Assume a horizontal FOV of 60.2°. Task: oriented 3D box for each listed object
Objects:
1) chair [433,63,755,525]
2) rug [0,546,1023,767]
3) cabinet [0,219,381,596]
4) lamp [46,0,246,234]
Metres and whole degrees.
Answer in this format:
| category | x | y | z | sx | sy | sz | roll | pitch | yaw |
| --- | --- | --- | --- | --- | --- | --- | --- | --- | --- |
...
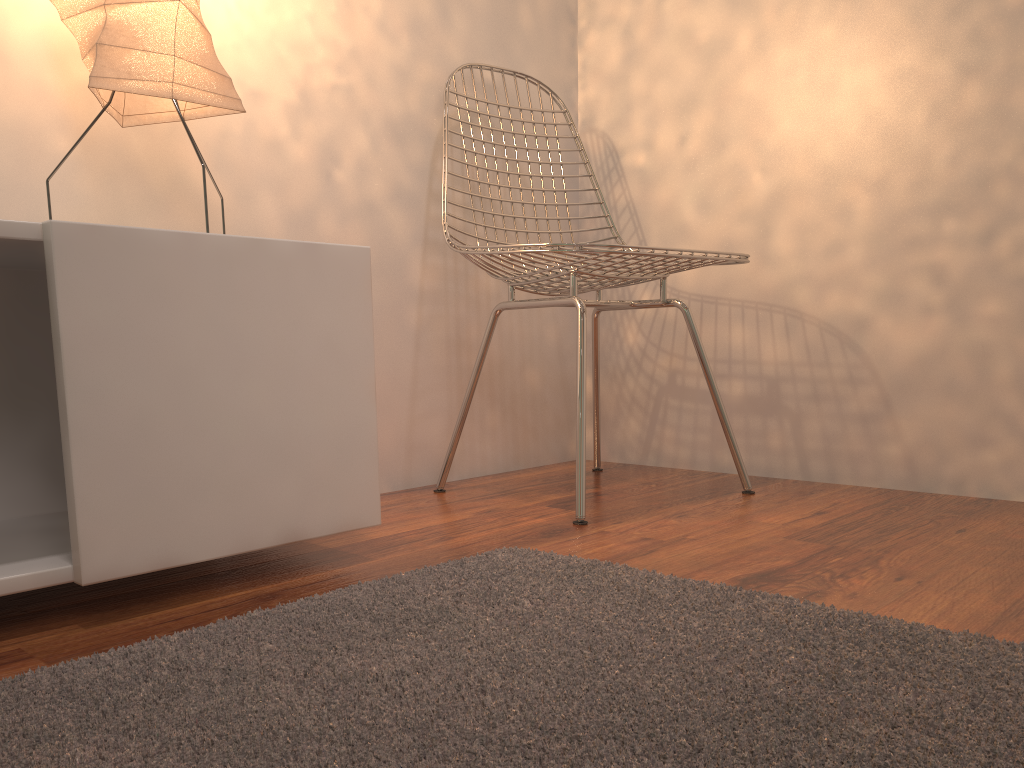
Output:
| category | x | y | z | sx | sy | sz | roll | pitch | yaw |
| --- | --- | --- | --- | --- | --- | --- | --- | --- | --- |
| chair | 0.139 | -0.229 | 1.765 | 0.539 | 0.912 | 0.559 | -6 | 8 | -37 |
| rug | -0.230 | 0.306 | 0.093 | 1.279 | 0.009 | 2.051 | 1 | 4 | 43 |
| cabinet | -0.958 | 0.045 | 0.720 | 0.402 | 0.395 | 1.814 | 4 | 6 | 43 |
| lamp | -0.521 | -0.738 | 1.200 | 0.270 | 1.112 | 0.258 | -1 | 8 | -2 |
